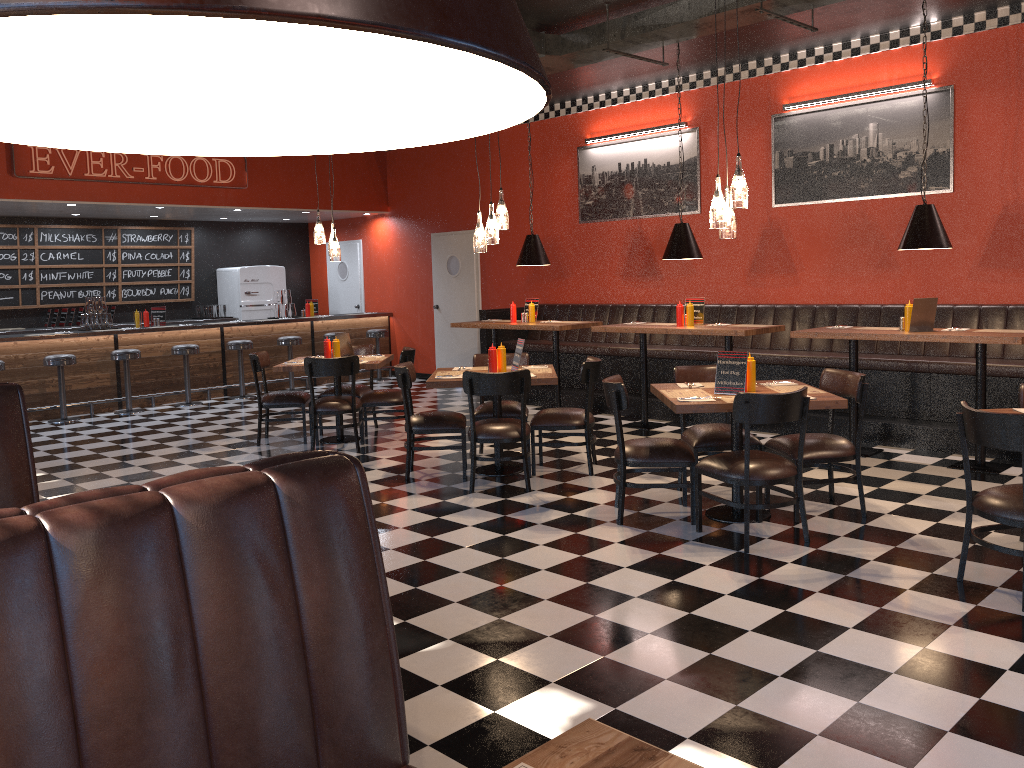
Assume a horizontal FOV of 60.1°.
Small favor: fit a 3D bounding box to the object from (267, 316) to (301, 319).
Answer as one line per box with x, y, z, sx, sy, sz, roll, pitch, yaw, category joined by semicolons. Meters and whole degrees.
-3.386;-0.989;13.162;0.438;0.018;0.273;-9;10;-44;object

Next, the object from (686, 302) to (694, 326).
1.665;-0.660;8.278;0.068;0.237;0.068;-5;6;-35;object

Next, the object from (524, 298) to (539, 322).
0.215;-0.834;9.994;0.188;0.256;0.072;2;6;37;object

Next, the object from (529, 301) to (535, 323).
0.219;-0.799;9.786;0.068;0.237;0.068;0;5;20;object

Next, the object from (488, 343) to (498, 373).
-0.147;-0.195;6.802;0.068;0.237;0.068;-6;6;-39;object

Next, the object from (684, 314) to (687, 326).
1.627;-0.620;8.392;0.094;0.135;0.047;2;6;35;object

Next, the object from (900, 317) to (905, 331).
3.077;-0.487;6.929;0.093;0.135;0.047;-1;5;11;object

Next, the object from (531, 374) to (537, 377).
0.092;-0.070;6.628;0.157;0.019;0.256;-3;7;-7;object

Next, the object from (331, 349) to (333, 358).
-1.683;-0.292;8.414;0.094;0.135;0.047;2;6;35;object

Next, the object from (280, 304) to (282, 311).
-3.440;-1.085;13.173;0.105;0.208;0.106;-2;5;1;object

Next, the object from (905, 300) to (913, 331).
3.065;-0.527;6.832;0.068;0.237;0.068;1;6;35;object

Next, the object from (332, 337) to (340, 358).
-1.645;-0.331;8.300;0.068;0.237;0.068;-4;5;-30;object

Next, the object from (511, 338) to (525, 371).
0.045;-0.221;6.893;0.072;0.256;0.189;-3;5;-14;object

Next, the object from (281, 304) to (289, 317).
-3.358;-1.079;13.100;0.105;0.208;0.106;-2;5;1;object

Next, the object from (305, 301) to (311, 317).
-3.060;-1.124;13.280;0.068;0.237;0.068;-3;5;-13;object

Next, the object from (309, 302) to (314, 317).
-3.025;-1.136;13.367;0.068;0.237;0.068;-1;5;15;object

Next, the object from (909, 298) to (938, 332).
3.131;-0.527;6.740;0.188;0.256;0.072;-2;5;-3;object

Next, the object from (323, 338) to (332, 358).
-1.735;-0.331;8.327;0.068;0.237;0.068;-2;5;-2;object

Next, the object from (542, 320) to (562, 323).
0.416;-0.689;9.735;0.157;0.019;0.256;4;9;42;object

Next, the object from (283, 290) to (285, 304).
-3.404;-1.299;13.201;0.105;0.208;0.106;-2;5;1;object

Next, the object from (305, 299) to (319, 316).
-3.050;-1.162;13.507;0.188;0.256;0.072;-3;5;-9;object

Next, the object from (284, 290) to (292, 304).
-3.321;-1.293;13.125;0.105;0.208;0.106;-2;5;1;object

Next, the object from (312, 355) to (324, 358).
-1.925;-0.267;8.754;0.157;0.019;0.256;-1;7;4;object

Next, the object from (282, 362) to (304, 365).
-1.986;-0.195;8.185;0.255;0.019;0.158;-1;7;5;object

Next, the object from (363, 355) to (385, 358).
-1.373;-0.273;8.662;0.255;0.019;0.158;-2;7;-5;object

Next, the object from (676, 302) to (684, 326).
1.575;-0.660;8.305;0.068;0.237;0.068;-4;5;-24;object

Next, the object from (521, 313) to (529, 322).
0.142;-0.755;9.876;0.094;0.135;0.047;2;6;36;object

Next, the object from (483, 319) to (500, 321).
-0.253;-0.752;10.424;0.157;0.019;0.256;4;9;42;object

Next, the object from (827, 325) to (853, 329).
2.742;-0.480;7.433;0.157;0.019;0.256;4;9;42;object

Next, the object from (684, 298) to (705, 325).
1.743;-0.695;8.470;0.188;0.256;0.072;1;5;25;object

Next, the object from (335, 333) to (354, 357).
-1.596;-0.364;8.475;0.188;0.256;0.072;2;6;35;object

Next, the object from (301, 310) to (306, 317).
-3.137;-1.077;13.342;0.047;0.135;0.094;2;7;40;object

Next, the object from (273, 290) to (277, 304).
-3.480;-1.286;13.113;0.105;0.208;0.106;-2;5;1;object

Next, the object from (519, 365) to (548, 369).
0.167;-0.140;7.180;0.255;0.019;0.158;-2;7;2;object

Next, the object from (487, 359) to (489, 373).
-0.167;-0.156;6.921;0.046;0.135;0.094;-1;5;6;object

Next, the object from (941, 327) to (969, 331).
3.390;-0.420;6.780;0.157;0.019;0.256;4;9;42;object

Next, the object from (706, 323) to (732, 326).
1.924;-0.557;8.276;0.157;0.019;0.256;4;9;42;object

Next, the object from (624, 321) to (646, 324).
1.229;-0.618;8.947;0.157;0.019;0.256;4;9;42;object

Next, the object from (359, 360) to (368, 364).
-1.401;-0.206;8.118;0.157;0.019;0.256;-2;7;1;object

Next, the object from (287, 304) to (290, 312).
-3.356;-1.098;13.256;0.105;0.208;0.106;-2;5;1;object

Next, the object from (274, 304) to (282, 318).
-3.443;-1.068;13.031;0.105;0.208;0.106;-2;5;1;object

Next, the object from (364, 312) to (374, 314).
-2.231;-1.118;13.916;0.158;0.019;0.255;-7;8;-34;object

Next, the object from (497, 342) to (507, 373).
-0.079;-0.205;6.866;0.068;0.237;0.068;-6;6;-39;object

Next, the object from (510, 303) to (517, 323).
0.014;-0.803;9.872;0.068;0.237;0.068;0;5;20;object

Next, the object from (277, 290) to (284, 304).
-3.413;-1.281;13.051;0.105;0.208;0.106;-2;5;1;object
